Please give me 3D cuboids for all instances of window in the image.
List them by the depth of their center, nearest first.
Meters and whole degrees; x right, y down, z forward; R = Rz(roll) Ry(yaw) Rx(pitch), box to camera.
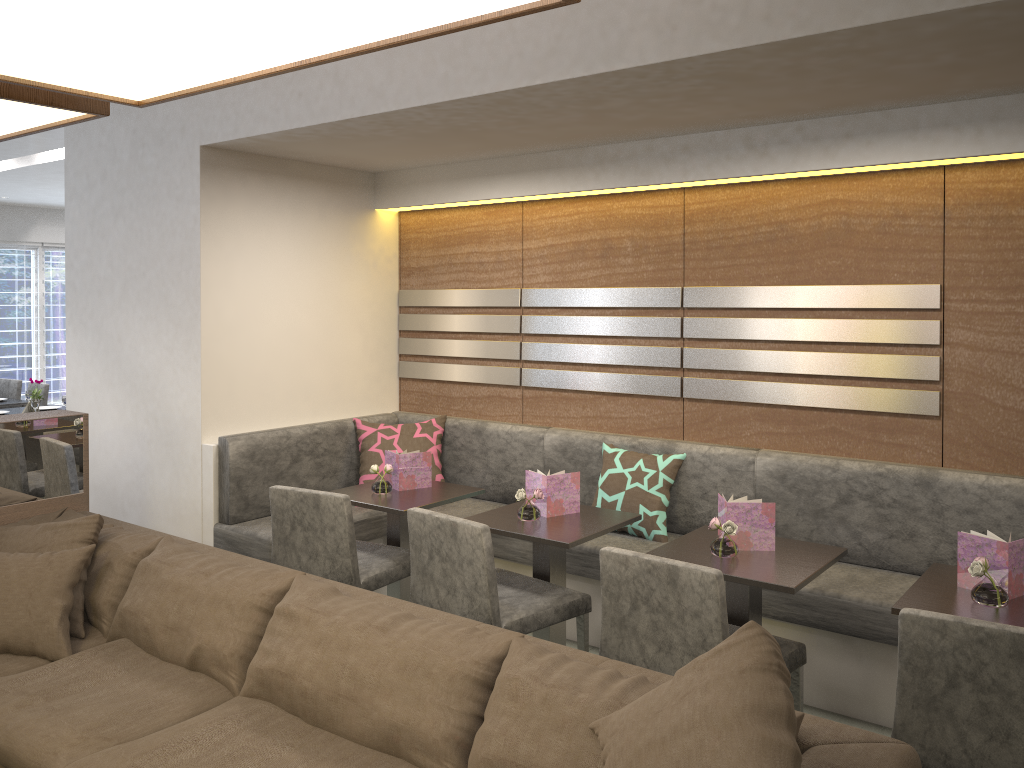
[{"bbox_3d":[-5.084,-0.572,10.204,0.159,2.068,3.667,1,4,37],"label":"window"}]

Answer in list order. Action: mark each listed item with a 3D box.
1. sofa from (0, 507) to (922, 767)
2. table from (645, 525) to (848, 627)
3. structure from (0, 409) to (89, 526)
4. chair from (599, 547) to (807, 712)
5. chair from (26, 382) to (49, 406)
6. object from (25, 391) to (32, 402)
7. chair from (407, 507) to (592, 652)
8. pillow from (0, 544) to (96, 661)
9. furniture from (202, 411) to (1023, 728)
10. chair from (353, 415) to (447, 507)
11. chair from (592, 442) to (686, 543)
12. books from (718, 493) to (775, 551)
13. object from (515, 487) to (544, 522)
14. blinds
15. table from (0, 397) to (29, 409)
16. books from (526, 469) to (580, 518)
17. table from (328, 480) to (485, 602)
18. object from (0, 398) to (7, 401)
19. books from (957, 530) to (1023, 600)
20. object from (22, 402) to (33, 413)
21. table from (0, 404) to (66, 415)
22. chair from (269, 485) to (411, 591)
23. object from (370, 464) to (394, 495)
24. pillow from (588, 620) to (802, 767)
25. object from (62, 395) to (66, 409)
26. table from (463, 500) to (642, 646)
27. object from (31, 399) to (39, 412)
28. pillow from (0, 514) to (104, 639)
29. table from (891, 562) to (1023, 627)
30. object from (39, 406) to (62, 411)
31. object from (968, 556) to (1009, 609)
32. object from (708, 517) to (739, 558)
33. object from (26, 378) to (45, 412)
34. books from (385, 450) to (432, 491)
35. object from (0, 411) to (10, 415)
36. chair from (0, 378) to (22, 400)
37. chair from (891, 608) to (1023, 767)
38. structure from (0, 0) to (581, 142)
[{"bbox_3d":[-1.600,1.024,1.160,3.183,0.674,3.775,4,6,37],"label":"sofa"},{"bbox_3d":[0.753,0.873,2.872,0.506,0.653,0.507,2,3,37],"label":"table"},{"bbox_3d":[-2.964,0.758,2.201,0.224,1.005,3.782,1,5,37],"label":"structure"},{"bbox_3d":[0.547,0.844,2.617,0.477,0.761,0.493,2,3,40],"label":"chair"},{"bbox_3d":[-4.263,0.385,7.525,0.477,0.761,0.493,2,3,42],"label":"chair"},{"bbox_3d":[-3.749,0.122,6.864,0.053,0.139,0.053,0,1,-5],"label":"object"},{"bbox_3d":[-0.060,0.800,3.083,0.477,0.761,0.493,2,3,44],"label":"chair"},{"bbox_3d":[-1.539,0.692,2.778,0.380,0.322,0.236,0,2,-8],"label":"pillow"},{"bbox_3d":[0.321,0.883,1.685,5.655,0.851,4.267,4,6,37],"label":"furniture"},{"bbox_3d":[-0.562,0.390,4.503,0.491,0.427,0.296,-1,2,-10],"label":"chair"},{"bbox_3d":[0.535,0.480,3.873,0.427,0.395,0.219,3,3,38],"label":"chair"},{"bbox_3d":[0.782,0.463,2.956,0.157,0.164,0.143,0,3,2],"label":"books"},{"bbox_3d":[0.063,0.445,3.299,0.110,0.125,0.092,-1,3,-20],"label":"object"},{"bbox_3d":[-4.995,-0.593,10.148,0.045,2.038,3.659,1,4,37],"label":"blinds"},{"bbox_3d":[-4.689,0.458,7.412,1.190,0.633,0.779,3,5,37],"label":"table"},{"bbox_3d":[0.158,0.419,3.428,0.157,0.164,0.143,-2,3,-33],"label":"books"},{"bbox_3d":[-0.470,0.786,3.795,0.506,0.653,0.507,2,3,37],"label":"table"},{"bbox_3d":[-4.334,0.136,7.380,0.217,0.015,0.217,1,6,15],"label":"object"},{"bbox_3d":[1.377,0.505,2.507,0.157,0.164,0.143,-2,3,-33],"label":"books"},{"bbox_3d":[-3.547,0.175,6.513,0.070,0.099,0.204,0,4,7],"label":"object"},{"bbox_3d":[-3.477,0.543,6.497,1.190,0.633,0.779,3,5,37],"label":"table"},{"bbox_3d":[-0.653,0.760,3.515,0.477,0.761,0.493,1,2,29],"label":"chair"},{"bbox_3d":[-0.553,0.402,3.755,0.107,0.125,0.095,0,3,-10],"label":"object"},{"bbox_3d":[0.318,0.668,1.514,0.299,0.512,0.622,-2,4,-39],"label":"pillow"},{"bbox_3d":[-3.288,0.155,6.516,0.053,0.139,0.053,0,1,-5],"label":"object"},{"bbox_3d":[0.142,0.829,3.333,0.506,0.653,0.507,2,3,37],"label":"table"},{"bbox_3d":[-3.395,0.175,6.296,0.053,0.139,0.053,0,1,-5],"label":"object"},{"bbox_3d":[-1.614,0.645,2.974,0.526,0.393,0.292,0,2,6],"label":"pillow"},{"bbox_3d":[1.365,0.916,2.410,0.506,0.653,0.507,2,3,37],"label":"table"},{"bbox_3d":[-3.590,0.188,6.818,0.217,0.015,0.218,2,6,17],"label":"object"},{"bbox_3d":[1.282,0.531,2.375,0.096,0.125,0.105,2,3,37],"label":"object"},{"bbox_3d":[0.678,0.489,2.827,0.094,0.125,0.102,0,3,1],"label":"object"},{"bbox_3d":[-3.493,0.090,6.477,0.155,0.276,0.104,1,2,34],"label":"object"},{"bbox_3d":[-0.457,0.375,3.892,0.157,0.164,0.143,-2,3,-33],"label":"books"},{"bbox_3d":[-3.822,0.217,6.510,0.217,0.015,0.218,2,6,17],"label":"object"},{"bbox_3d":[-4.693,0.353,7.861,0.477,0.761,0.493,1,3,32],"label":"chair"},{"bbox_3d":[1.174,0.889,2.135,0.477,0.761,0.493,1,3,33],"label":"chair"},{"bbox_3d":[-1.605,-0.832,1.021,2.449,0.617,2.448,4,6,37],"label":"structure"}]
